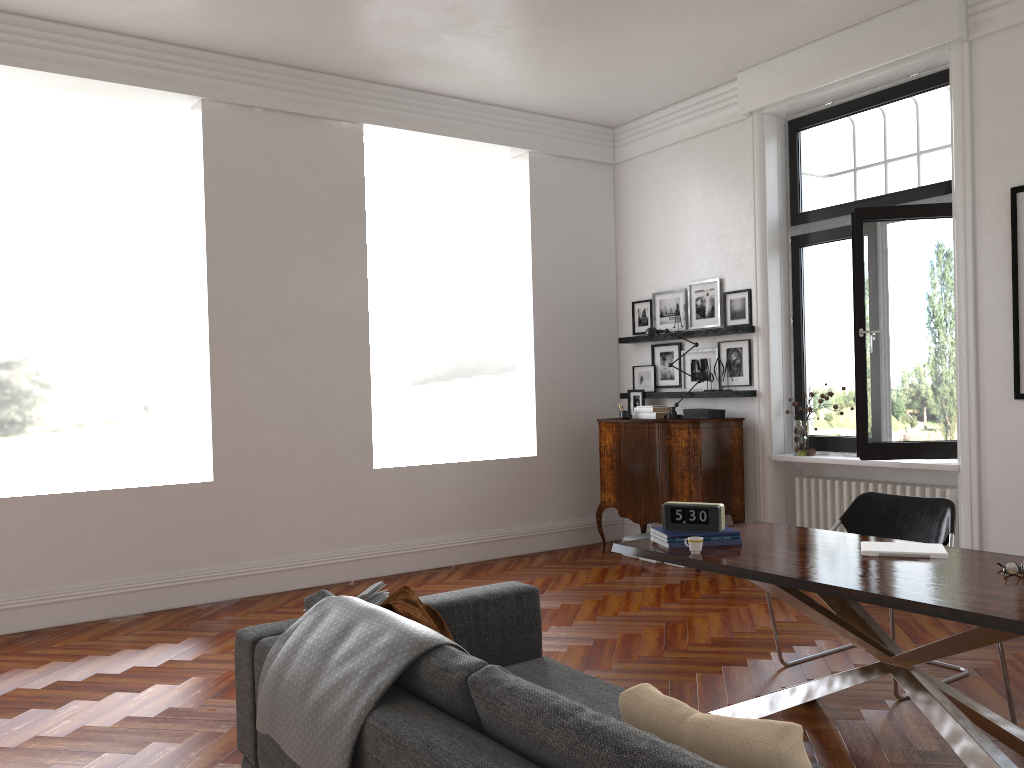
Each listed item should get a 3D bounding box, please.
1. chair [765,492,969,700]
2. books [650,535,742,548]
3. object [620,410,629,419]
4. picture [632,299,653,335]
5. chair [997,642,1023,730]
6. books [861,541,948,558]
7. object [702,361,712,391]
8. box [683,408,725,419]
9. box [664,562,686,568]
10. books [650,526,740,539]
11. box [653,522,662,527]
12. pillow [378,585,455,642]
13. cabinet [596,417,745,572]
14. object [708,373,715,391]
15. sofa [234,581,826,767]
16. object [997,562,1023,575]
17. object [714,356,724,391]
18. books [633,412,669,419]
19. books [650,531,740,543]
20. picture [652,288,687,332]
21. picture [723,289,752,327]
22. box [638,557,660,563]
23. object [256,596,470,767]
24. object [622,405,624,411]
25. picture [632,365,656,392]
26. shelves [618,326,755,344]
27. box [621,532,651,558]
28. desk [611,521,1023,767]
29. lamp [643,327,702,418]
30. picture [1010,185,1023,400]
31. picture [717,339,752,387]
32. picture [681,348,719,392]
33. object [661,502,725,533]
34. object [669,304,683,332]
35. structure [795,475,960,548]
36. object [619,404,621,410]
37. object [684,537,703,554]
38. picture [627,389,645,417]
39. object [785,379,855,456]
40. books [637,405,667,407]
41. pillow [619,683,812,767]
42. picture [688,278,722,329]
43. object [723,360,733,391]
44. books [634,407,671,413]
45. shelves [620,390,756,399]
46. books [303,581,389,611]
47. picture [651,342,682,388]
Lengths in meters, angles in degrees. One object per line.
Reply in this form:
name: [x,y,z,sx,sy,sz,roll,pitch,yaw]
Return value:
chair: [1.804,1.026,4.487,0.745,0.873,0.753,-2,0,-34]
books: [0.848,0.719,4.114,0.347,0.027,0.264,-1,-1,-9]
object: [0.990,0.273,7.795,0.091,0.077,0.091,-2,0,29]
picture: [1.225,-0.625,8.327,0.020,0.315,0.267,-2,0,-34]
chair: [2.466,0.999,3.515,0.745,0.873,0.753,-2,0,-34]
books: [1.642,0.698,3.725,0.325,0.026,0.231,-2,-1,21]
object: [1.673,-0.065,7.597,0.040,0.260,0.124,-2,1,-34]
box: [1.605,0.250,7.405,0.208,0.086,0.282,-1,0,-34]
box: [1.498,1.424,7.424,0.394,0.177,0.245,-1,0,-34]
books: [0.841,0.681,4.100,0.344,0.017,0.250,-1,-1,-9]
box: [1.419,1.252,7.529,0.394,0.177,0.209,-1,0,-24]
pillow: [-0.331,0.942,3.208,0.330,0.397,0.470,-2,0,3]
cabinet: [1.318,0.906,7.628,0.640,1.218,1.266,-2,0,-34]
object: [1.691,-0.016,7.526,0.040,0.161,0.066,-2,1,-34]
sofa: [0.259,1.116,2.474,1.261,0.829,2.645,-1,0,-34]
object: [1.869,0.673,3.280,0.114,0.047,0.132,-2,0,19]
object: [1.752,-0.087,7.495,0.040,0.299,0.118,-2,1,-34]
books: [1.244,0.276,7.790,0.229,0.057,0.294,-1,-1,-34]
books: [0.842,0.698,4.100,0.344,0.017,0.250,-1,-1,-9]
picture: [1.425,-0.659,8.033,0.020,0.367,0.415,-2,0,-34]
picture: [1.874,-0.625,7.377,0.020,0.303,0.289,-2,0,-34]
box: [1.317,1.431,7.635,0.394,0.177,0.245,-1,0,-29]
object: [-0.487,0.899,2.692,0.400,0.387,0.752,-2,0,-34]
object: [0.985,0.239,7.827,0.010,0.139,0.046,-2,1,-37]
picture: [1.237,-0.046,8.296,0.020,0.253,0.300,-2,0,-34]
shelves: [1.498,-0.428,7.816,0.158,0.055,1.515,-1,-1,-34]
box: [1.185,1.437,7.882,0.394,0.177,0.209,-1,0,-39]
desk: [1.519,1.083,3.495,1.029,0.751,2.226,-2,0,-34]
lamp: [1.392,-0.099,7.676,0.491,0.803,0.174,-1,1,20]
picture: [3.387,-0.574,5.186,0.035,1.324,0.883,-2,1,-34]
picture: [1.861,-0.172,7.424,0.020,0.384,0.343,-2,0,-34]
picture: [1.644,-0.119,7.741,0.020,0.365,0.434,-2,0,-34]
object: [0.829,0.611,4.068,0.275,0.125,0.082,-2,0,29]
object: [1.459,-0.583,7.883,0.040,0.260,0.174,-2,1,-34]
structure: [2.732,1.119,6.656,0.225,0.778,1.453,-2,0,-34]
object: [0.962,0.233,7.819,0.010,0.119,0.050,-2,1,-32]
object: [0.793,0.698,3.842,0.064,0.065,0.082,-2,0,-14]
picture: [1.149,0.180,8.203,0.020,0.257,0.213,-2,0,-34]
object: [2.404,0.265,6.962,0.542,0.599,0.317,-1,0,26]
books: [1.227,0.197,7.782,0.179,0.014,0.200,-1,-1,-34]
pillow: [0.463,0.880,1.874,0.225,0.460,0.486,-2,0,-35]
picture: [1.666,-0.690,7.678,0.020,0.409,0.369,-2,0,-34]
object: [1.814,-0.071,7.454,0.040,0.262,0.110,-2,1,-34]
books: [1.248,0.225,7.791,0.254,0.044,0.239,-1,-1,-34]
shelves: [1.513,0.095,7.823,0.156,0.055,1.515,-1,-1,-34]
books: [-0.620,0.817,3.356,0.278,0.096,0.224,-2,0,8]
picture: [1.409,-0.166,8.083,0.020,0.406,0.373,-2,0,-34]
